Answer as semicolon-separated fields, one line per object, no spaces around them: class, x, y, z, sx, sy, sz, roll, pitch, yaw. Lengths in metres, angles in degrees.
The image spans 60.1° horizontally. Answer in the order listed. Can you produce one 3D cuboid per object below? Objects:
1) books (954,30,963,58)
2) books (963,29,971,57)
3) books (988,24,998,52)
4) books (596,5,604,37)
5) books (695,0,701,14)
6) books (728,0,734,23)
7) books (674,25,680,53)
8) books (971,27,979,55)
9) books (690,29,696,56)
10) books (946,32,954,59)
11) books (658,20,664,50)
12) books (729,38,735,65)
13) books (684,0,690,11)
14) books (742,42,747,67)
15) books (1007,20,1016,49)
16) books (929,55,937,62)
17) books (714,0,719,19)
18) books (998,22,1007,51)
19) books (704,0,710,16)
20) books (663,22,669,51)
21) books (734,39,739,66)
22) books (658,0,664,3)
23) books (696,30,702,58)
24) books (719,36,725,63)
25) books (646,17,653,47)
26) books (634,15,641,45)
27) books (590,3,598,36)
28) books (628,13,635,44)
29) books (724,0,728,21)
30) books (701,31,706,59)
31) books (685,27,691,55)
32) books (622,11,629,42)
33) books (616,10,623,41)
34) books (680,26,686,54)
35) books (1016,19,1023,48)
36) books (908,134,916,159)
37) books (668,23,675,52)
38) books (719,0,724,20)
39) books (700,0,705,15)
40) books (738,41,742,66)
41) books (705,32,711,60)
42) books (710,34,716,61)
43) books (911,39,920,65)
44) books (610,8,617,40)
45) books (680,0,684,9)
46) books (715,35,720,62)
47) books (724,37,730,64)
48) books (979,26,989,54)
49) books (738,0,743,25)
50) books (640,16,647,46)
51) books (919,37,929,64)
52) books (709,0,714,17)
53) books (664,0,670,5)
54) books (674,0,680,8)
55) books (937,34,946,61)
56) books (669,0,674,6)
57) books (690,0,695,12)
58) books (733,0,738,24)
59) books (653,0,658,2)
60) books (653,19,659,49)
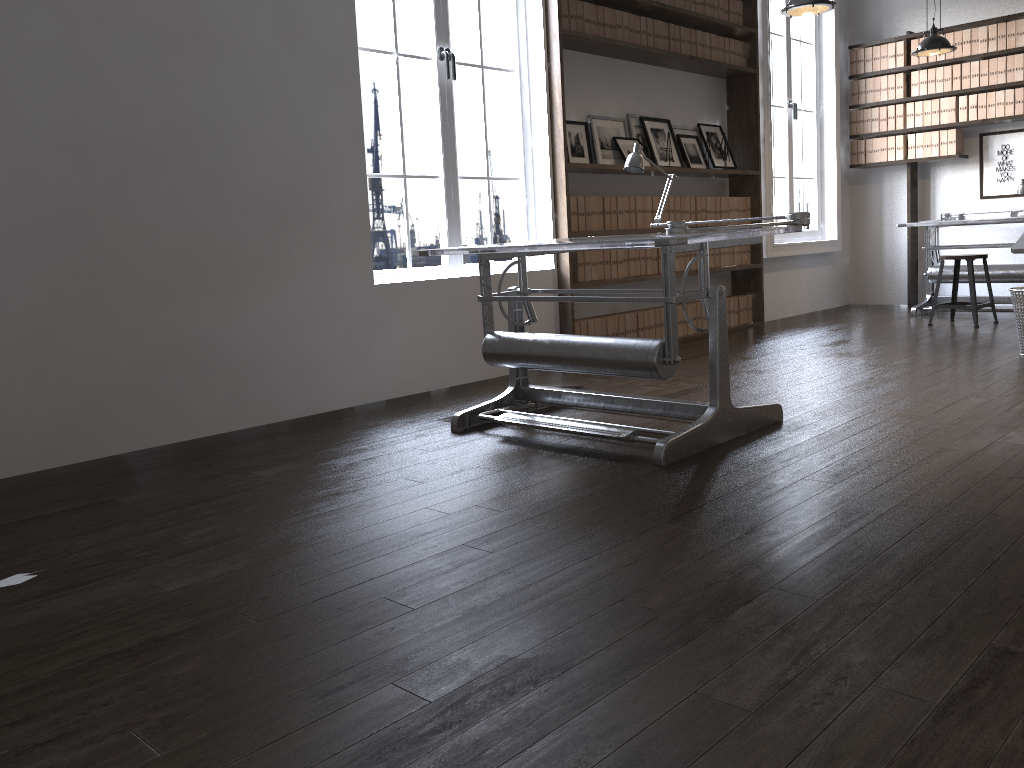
books;3.902;-2.935;7.684;0.067;0.224;0.175;3;9;44
books;3.947;-2.929;7.633;0.067;0.224;0.175;3;9;44
books;4.093;-2.914;7.494;0.067;0.224;0.175;3;9;44
books;0.516;-2.353;5.826;0.175;0.224;0.067;4;9;44
books;1.320;-2.839;6.641;0.175;0.224;0.067;4;9;44
books;1.656;-2.912;6.986;0.175;0.224;0.067;4;9;44
books;1.137;-2.489;6.472;0.175;0.224;0.067;4;9;44
books;3.998;-2.925;7.590;0.067;0.224;0.175;3;9;44
books;1.284;-2.521;6.624;0.175;0.224;0.067;4;9;44
books;3.851;-2.940;7.733;0.067;0.224;0.175;3;9;44
books;0.991;-2.456;6.317;0.175;0.224;0.067;4;9;44
books;1.669;-2.603;7.015;0.175;0.224;0.067;4;9;44
books;1.220;-2.818;6.540;0.175;0.224;0.067;4;9;44
books;1.803;-2.633;7.161;0.175;0.224;0.067;4;9;44
books;4.199;-2.905;7.402;0.067;0.224;0.175;3;9;44
books;3.749;-2.950;7.831;0.067;0.224;0.175;3;9;44
books;1.503;-2.880;6.835;0.175;0.224;0.067;4;9;44
books;4.147;-2.910;7.448;0.067;0.224;0.175;3;9;44
books;1.412;-2.858;6.732;0.175;0.224;0.067;4;9;44
books;1.034;-2.466;6.365;0.175;0.224;0.067;4;9;44
books;1.715;-2.613;7.062;0.175;0.224;0.067;4;9;44
books;0.988;-2.767;6.293;0.175;0.224;0.067;4;9;44
books;1.335;-2.530;6.668;0.175;0.224;0.067;4;9;44
books;1.566;-2.582;6.918;0.175;0.224;0.067;4;9;44
books;0.901;-2.436;6.217;0.175;0.224;0.067;4;9;44
books;0.797;-2.415;6.120;0.175;0.224;0.067;4;9;44
books;0.467;-2.343;5.775;0.175;0.224;0.067;4;9;44
books;0.751;-2.404;6.069;0.175;0.224;0.067;4;9;44
books;1.600;-2.901;6.937;0.175;0.224;0.067;4;9;44
books;1.378;-2.541;6.719;0.175;0.224;0.067;4;9;44
books;1.235;-2.510;6.573;0.175;0.224;0.067;4;9;44
books;0.705;-2.394;6.016;0.175;0.224;0.067;4;9;44
books;0.654;-2.383;5.965;0.175;0.224;0.067;4;9;44
books;1.190;-2.499;6.520;0.175;0.224;0.067;4;9;44
books;4.246;-2.900;7.351;0.067;0.224;0.175;3;9;44
books;3.657;-2.150;8.039;0.067;0.224;0.175;3;9;44
books;1.089;-2.477;6.415;0.175;0.224;0.067;4;9;44
books;1.555;-2.890;6.883;0.175;0.224;0.067;4;9;44
books;1.362;-2.849;6.687;0.175;0.224;0.067;4;9;44
books;1.755;-2.623;7.110;0.175;0.224;0.067;4;9;44
books;1.422;-2.550;6.763;0.175;0.224;0.067;4;9;44
books;1.473;-2.561;6.814;0.175;0.224;0.067;4;9;44
books;3.641;-2.961;7.934;0.067;0.224;0.175;3;9;44
books;0.609;-2.374;5.921;0.175;0.224;0.067;4;9;44
books;1.171;-2.808;6.492;0.175;0.224;0.067;4;9;44
books;1.519;-2.571;6.867;0.175;0.224;0.067;4;9;44
books;1.617;-2.592;6.965;0.175;0.224;0.067;4;9;44
books;4.042;-2.920;7.546;0.067;0.224;0.175;3;9;44
books;1.757;-2.934;7.096;0.175;0.224;0.067;4;9;44
books;0.848;-2.425;6.167;0.175;0.224;0.067;4;9;44
books;3.691;-2.955;7.879;0.067;0.224;0.175;3;9;44
books;1.454;-2.869;6.784;0.175;0.224;0.067;4;9;44
books;1.036;-2.777;6.346;0.175;0.224;0.067;4;9;44
books;1.128;-2.797;6.437;0.175;0.224;0.067;4;9;44
books;3.797;-2.944;7.779;0.067;0.224;0.175;3;9;44
books;1.078;-2.787;6.392;0.175;0.224;0.067;4;9;44
books;1.272;-2.828;6.588;0.175;0.224;0.067;4;9;44
books;1.703;-2.923;7.043;0.175;0.224;0.067;4;9;44
books;0.935;-2.755;6.241;0.175;0.224;0.067;4;9;44
books;0.950;-2.447;6.268;0.175;0.224;0.067;4;9;44
